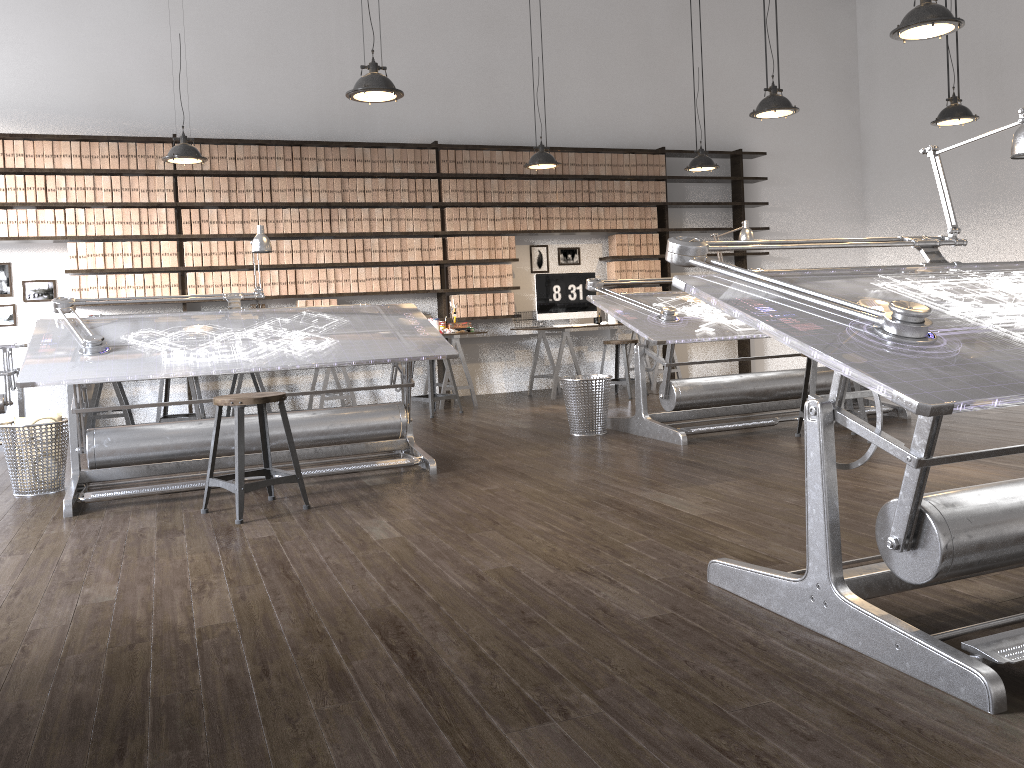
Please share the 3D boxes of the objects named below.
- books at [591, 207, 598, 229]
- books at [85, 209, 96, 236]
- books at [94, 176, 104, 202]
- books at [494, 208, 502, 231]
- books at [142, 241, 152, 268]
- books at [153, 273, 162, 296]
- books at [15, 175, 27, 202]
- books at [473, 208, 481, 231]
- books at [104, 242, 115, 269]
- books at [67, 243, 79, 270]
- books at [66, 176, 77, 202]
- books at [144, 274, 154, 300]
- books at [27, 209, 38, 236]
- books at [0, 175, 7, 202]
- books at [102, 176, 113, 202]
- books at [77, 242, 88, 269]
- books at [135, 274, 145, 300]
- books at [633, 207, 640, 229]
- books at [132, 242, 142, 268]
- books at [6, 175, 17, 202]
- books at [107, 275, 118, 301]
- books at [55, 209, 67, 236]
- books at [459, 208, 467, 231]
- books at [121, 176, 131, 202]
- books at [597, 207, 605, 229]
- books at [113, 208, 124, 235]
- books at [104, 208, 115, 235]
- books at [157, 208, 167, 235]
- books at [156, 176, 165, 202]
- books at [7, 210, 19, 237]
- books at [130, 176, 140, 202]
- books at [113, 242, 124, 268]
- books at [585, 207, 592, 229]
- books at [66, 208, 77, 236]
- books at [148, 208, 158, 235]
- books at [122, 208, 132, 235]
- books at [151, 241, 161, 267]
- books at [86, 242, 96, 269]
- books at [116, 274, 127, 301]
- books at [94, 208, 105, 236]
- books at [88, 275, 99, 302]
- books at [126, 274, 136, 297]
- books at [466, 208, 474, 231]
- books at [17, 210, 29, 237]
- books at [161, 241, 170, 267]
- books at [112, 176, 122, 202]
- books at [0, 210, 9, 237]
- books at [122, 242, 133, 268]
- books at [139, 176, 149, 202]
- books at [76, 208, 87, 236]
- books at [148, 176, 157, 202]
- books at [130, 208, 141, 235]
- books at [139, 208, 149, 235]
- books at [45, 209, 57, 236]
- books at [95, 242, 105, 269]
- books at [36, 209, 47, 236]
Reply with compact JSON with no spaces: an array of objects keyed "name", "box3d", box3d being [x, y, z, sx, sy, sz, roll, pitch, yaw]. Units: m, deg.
[{"name":"books","box3d":[0.809,-1.682,9.043,0.067,0.225,0.175,-4,3,-21]},{"name":"books","box3d":[-3.497,-1.335,7.358,0.067,0.225,0.174,-4,3,-21]},{"name":"books","box3d":[-3.436,-1.608,7.376,0.067,0.225,0.175,-4,3,-21]},{"name":"books","box3d":[-0.165,-1.603,8.663,0.067,0.225,0.175,-4,3,-21]},{"name":"books","box3d":[-3.099,-1.089,7.511,0.067,0.225,0.175,-4,3,-21]},{"name":"books","box3d":[-3.022,-0.825,7.548,0.067,0.225,0.175,-4,3,-21]},{"name":"books","box3d":[-3.968,-1.565,7.167,0.067,0.225,0.175,-4,3,-21]},{"name":"books","box3d":[-0.364,-1.587,8.589,0.067,0.225,0.174,-4,3,-21]},{"name":"books","box3d":[-3.368,-1.068,7.411,0.067,0.225,0.175,-4,3,-21]},{"name":"books","box3d":[-3.616,-1.047,7.308,0.067,0.225,0.175,-4,3,-21]},{"name":"books","box3d":[-3.628,-1.592,7.303,0.067,0.225,0.174,-4,3,-21]},{"name":"books","box3d":[-3.079,-0.820,7.521,0.067,0.225,0.175,-4,3,-21]},{"name":"books","box3d":[-3.887,-1.296,7.197,0.067,0.225,0.175,-4,3,-21]},{"name":"books","box3d":[-4.092,-1.554,7.113,0.067,0.225,0.175,-4,3,-21]},{"name":"books","box3d":[-3.377,-1.612,7.398,0.067,0.225,0.175,-4,3,-21]},{"name":"books","box3d":[-3.550,-1.053,7.336,0.067,0.225,0.175,-4,3,-21]},{"name":"books","box3d":[-3.146,-0.814,7.494,0.067,0.225,0.175,-4,3,-21]},{"name":"books","box3d":[1.259,-1.718,9.220,0.067,0.225,0.175,-4,3,-21]},{"name":"books","box3d":[-3.170,-1.084,7.489,0.067,0.225,0.175,-4,3,-21]},{"name":"books","box3d":[-4.025,-1.560,7.140,0.067,0.225,0.175,-4,3,-21]},{"name":"books","box3d":[-3.345,-0.799,7.422,0.067,0.225,0.175,-4,3,-21]},{"name":"books","box3d":[-3.700,-1.311,7.272,0.067,0.225,0.175,-4,3,-21]},{"name":"books","box3d":[-0.494,-1.576,8.531,0.067,0.225,0.175,-4,3,-21]},{"name":"books","box3d":[-3.245,-1.623,7.452,0.067,0.225,0.175,-4,3,-21]},{"name":"books","box3d":[0.875,-1.687,9.072,0.067,0.225,0.174,-4,3,-21]},{"name":"books","box3d":[-3.298,-1.351,7.432,0.067,0.225,0.175,-4,3,-21]},{"name":"books","box3d":[-3.365,-1.345,7.404,0.067,0.225,0.175,-4,3,-21]},{"name":"books","box3d":[-2.983,-1.376,7.555,0.067,0.225,0.174,-4,3,-21]},{"name":"books","box3d":[-2.995,-1.643,7.548,0.067,0.225,0.175,-4,3,-21]},{"name":"books","box3d":[-4.018,-1.286,7.152,0.067,0.225,0.174,-4,3,-21]},{"name":"books","box3d":[-3.181,-1.629,7.479,0.067,0.225,0.174,-4,3,-21]},{"name":"books","box3d":[-3.302,-1.073,7.437,0.067,0.225,0.174,-4,3,-21]},{"name":"books","box3d":[0.742,-1.676,9.016,0.067,0.225,0.175,-4,3,-21]},{"name":"books","box3d":[-3.627,-1.324,7.299,0.067,0.225,0.175,-4,3,-21]},{"name":"books","box3d":[-3.050,-1.371,7.533,0.067,0.225,0.174,-4,3,-21]},{"name":"books","box3d":[-3.240,-1.356,7.456,0.067,0.225,0.175,-4,3,-21]},{"name":"books","box3d":[-3.032,-1.095,7.544,0.067,0.225,0.175,-4,3,-21]},{"name":"books","box3d":[-3.492,-1.058,7.361,0.067,0.225,0.175,-4,3,-21]},{"name":"books","box3d":[-3.281,-0.804,7.449,0.067,0.225,0.174,-4,3,-21]},{"name":"books","box3d":[-3.432,-1.340,7.382,0.067,0.225,0.175,-4,3,-21]},{"name":"books","box3d":[-3.477,-0.788,7.368,0.067,0.225,0.175,-4,3,-21]},{"name":"books","box3d":[-3.215,-0.809,7.471,0.067,0.225,0.174,-4,3,-21]},{"name":"books","box3d":[-0.427,-1.582,8.560,0.067,0.225,0.174,-4,3,-21]},{"name":"books","box3d":[-3.952,-1.291,7.178,0.067,0.225,0.175,-4,3,-21]},{"name":"books","box3d":[-2.960,-1.101,7.569,0.067,0.225,0.175,-4,3,-21]},{"name":"books","box3d":[-3.309,-1.618,7.422,0.067,0.225,0.175,-4,3,-21]},{"name":"books","box3d":[-4.082,-1.280,7.123,0.067,0.225,0.174,-4,3,-21]},{"name":"books","box3d":[-3.235,-1.078,7.459,0.067,0.225,0.174,-4,3,-21]},{"name":"books","box3d":[-3.114,-1.633,7.498,0.067,0.225,0.175,-4,3,-21]},{"name":"books","box3d":[-3.561,-1.329,7.329,0.067,0.225,0.174,-4,3,-21]},{"name":"books","box3d":[-3.054,-1.639,7.527,0.067,0.225,0.175,-4,3,-21]},{"name":"books","box3d":[-3.177,-1.360,7.477,0.067,0.225,0.175,-4,3,-21]},{"name":"books","box3d":[-3.116,-1.366,7.507,0.067,0.225,0.175,-4,3,-21]},{"name":"books","box3d":[-3.768,-1.306,7.248,0.067,0.225,0.175,-4,3,-21]},{"name":"books","box3d":[-3.428,-1.062,7.381,0.067,0.225,0.175,-4,3,-21]},{"name":"books","box3d":[-3.827,-1.301,7.226,0.067,0.225,0.175,-4,3,-21]}]
